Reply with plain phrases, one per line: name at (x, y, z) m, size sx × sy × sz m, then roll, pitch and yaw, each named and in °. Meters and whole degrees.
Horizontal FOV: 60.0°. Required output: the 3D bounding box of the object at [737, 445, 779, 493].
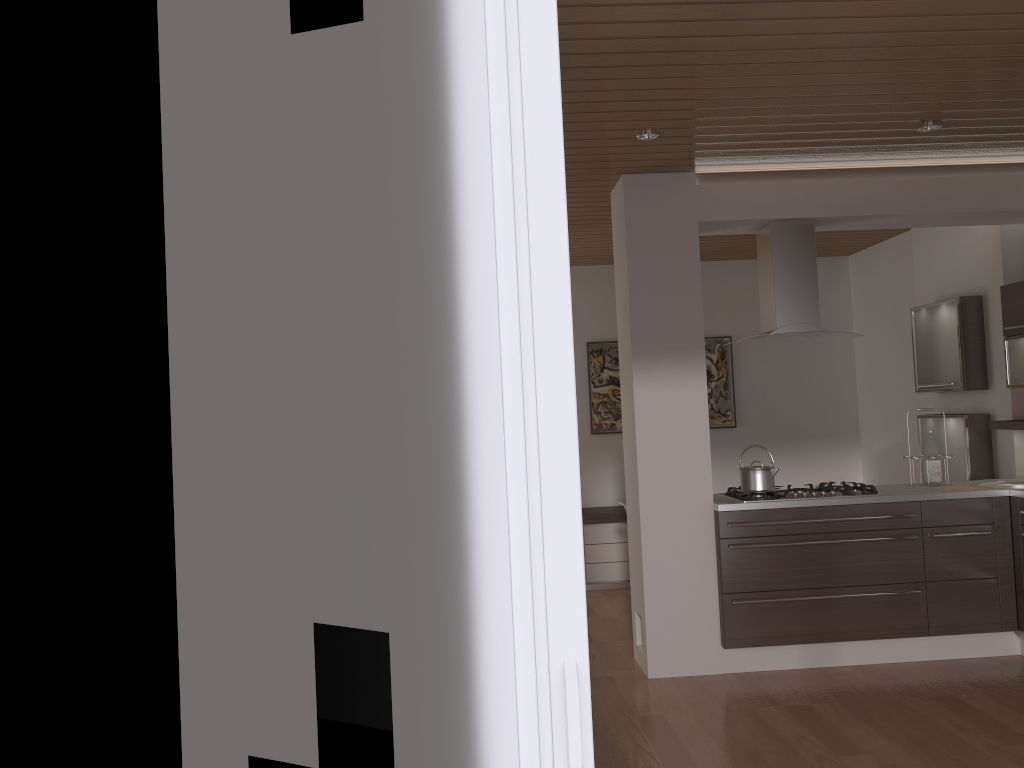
object at (1.342, 0.461, 4.866) m, size 0.221 × 0.251 × 0.221 m, roll -2°, pitch -2°, yaw -10°

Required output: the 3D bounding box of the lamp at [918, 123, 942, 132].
lamp at (1.976, -1.237, 4.200) m, size 0.102 × 0.055 × 0.102 m, roll -1°, pitch -2°, yaw -31°

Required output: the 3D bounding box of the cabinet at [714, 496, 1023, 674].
cabinet at (2.196, 1.046, 4.371) m, size 2.150 × 0.870 × 1.850 m, roll -3°, pitch -2°, yaw -3°

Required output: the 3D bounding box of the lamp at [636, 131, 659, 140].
lamp at (0.629, -1.177, 4.128) m, size 0.102 × 0.055 × 0.102 m, roll -2°, pitch -2°, yaw -20°

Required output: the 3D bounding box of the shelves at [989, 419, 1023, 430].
shelves at (3.089, 0.207, 4.449) m, size 0.313 × 0.050 × 1.850 m, roll -3°, pitch -2°, yaw -3°

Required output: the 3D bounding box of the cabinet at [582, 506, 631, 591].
cabinet at (1.328, 1.325, 7.398) m, size 1.740 × 0.608 × 0.540 m, roll -3°, pitch -2°, yaw -3°

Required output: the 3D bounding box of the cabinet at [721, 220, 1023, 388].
cabinet at (2.220, -0.483, 4.484) m, size 2.058 × 1.032 × 1.399 m, roll -3°, pitch -2°, yaw 1°

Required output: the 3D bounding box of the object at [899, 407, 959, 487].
object at (2.437, 0.366, 5.200) m, size 0.291 × 0.453 × 0.210 m, roll -3°, pitch -2°, yaw 2°

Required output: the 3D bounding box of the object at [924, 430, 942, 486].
object at (2.438, 0.428, 5.144) m, size 0.091 × 0.319 × 0.091 m, roll -4°, pitch -2°, yaw 32°

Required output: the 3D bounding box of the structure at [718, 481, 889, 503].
structure at (1.617, 0.601, 4.991) m, size 0.797 × 0.047 × 0.494 m, roll -3°, pitch -2°, yaw -3°

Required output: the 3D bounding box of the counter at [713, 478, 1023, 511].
counter at (2.175, 0.593, 4.387) m, size 2.150 × 0.036 × 1.850 m, roll -3°, pitch -2°, yaw -3°

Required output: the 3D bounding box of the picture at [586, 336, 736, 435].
picture at (1.303, 0.010, 7.723) m, size 1.277 × 0.801 × 0.018 m, roll -3°, pitch -2°, yaw -3°

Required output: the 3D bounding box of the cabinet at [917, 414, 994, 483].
cabinet at (2.921, 0.501, 5.881) m, size 0.194 × 0.600 × 0.598 m, roll -3°, pitch -2°, yaw -3°

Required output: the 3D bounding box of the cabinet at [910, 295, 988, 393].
cabinet at (2.828, -0.245, 5.886) m, size 0.172 × 0.600 × 0.619 m, roll -2°, pitch -2°, yaw -17°

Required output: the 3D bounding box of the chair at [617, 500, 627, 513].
chair at (0.998, 1.160, 5.684) m, size 0.608 × 0.847 × 0.491 m, roll -3°, pitch -2°, yaw 2°

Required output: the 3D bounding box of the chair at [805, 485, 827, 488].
chair at (1.925, 1.125, 5.922) m, size 0.608 × 0.847 × 0.491 m, roll -1°, pitch -2°, yaw -33°

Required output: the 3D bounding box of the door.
door at (1.135, 0.072, 1.373) m, size 2.300 × 2.700 × 0.101 m, roll -3°, pitch -2°, yaw -3°

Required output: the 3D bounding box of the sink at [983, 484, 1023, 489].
sink at (2.874, 0.583, 4.995) m, size 0.450 × 0.347 × 0.494 m, roll -3°, pitch -2°, yaw 3°
